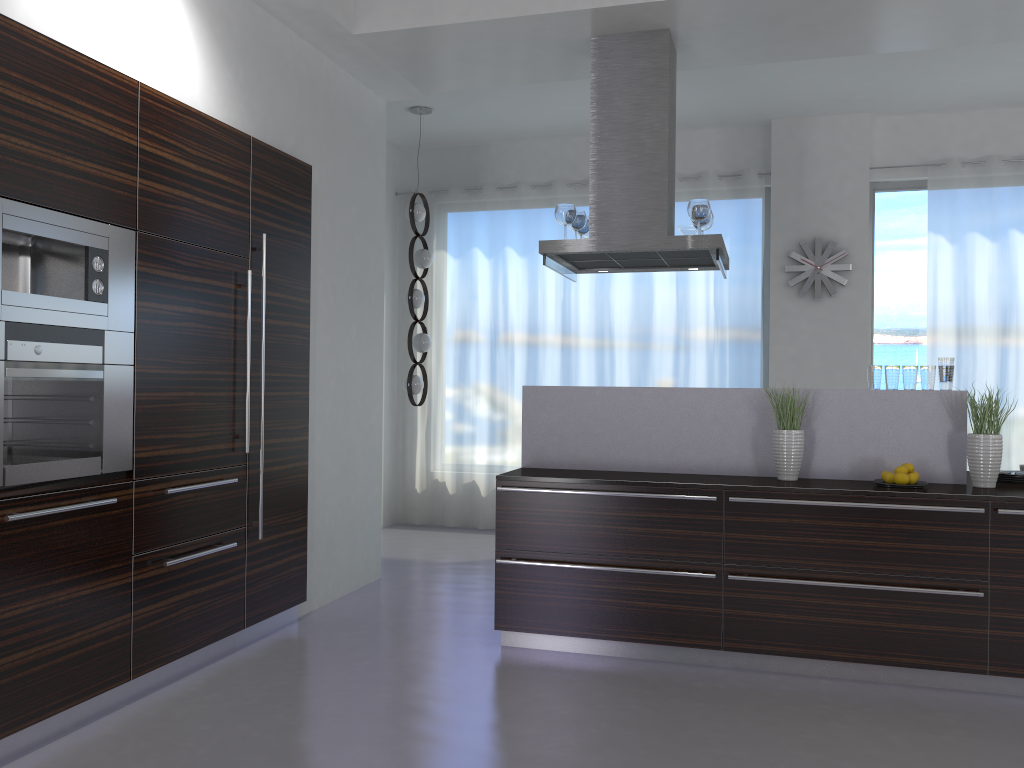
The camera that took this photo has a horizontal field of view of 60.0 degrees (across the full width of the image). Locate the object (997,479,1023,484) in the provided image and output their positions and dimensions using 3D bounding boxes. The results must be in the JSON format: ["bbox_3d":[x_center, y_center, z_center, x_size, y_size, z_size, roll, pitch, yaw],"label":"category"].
[{"bbox_3d":[2.465,0.473,4.374,0.232,0.020,0.232,1,0,25],"label":"object"}]

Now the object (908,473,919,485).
[{"bbox_3d":[1.839,0.437,4.083,0.061,0.054,0.052,1,0,-7],"label":"object"}]

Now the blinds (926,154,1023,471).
[{"bbox_3d":[4.618,-0.195,6.579,2.830,3.112,0.120,1,0,16],"label":"blinds"}]

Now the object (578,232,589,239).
[{"bbox_3d":[0.457,-0.895,5.461,0.125,0.221,0.125,0,0,41],"label":"object"}]

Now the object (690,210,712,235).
[{"bbox_3d":[1.062,-0.889,4.992,0.125,0.221,0.125,0,0,41],"label":"object"}]

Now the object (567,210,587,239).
[{"bbox_3d":[0.372,-0.897,5.169,0.125,0.221,0.125,0,0,41],"label":"object"}]

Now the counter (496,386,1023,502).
[{"bbox_3d":[1.678,0.677,4.544,3.291,1.300,1.302,1,0,16],"label":"counter"}]

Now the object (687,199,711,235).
[{"bbox_3d":[1.019,-0.890,4.840,0.125,0.221,0.125,0,0,41],"label":"object"}]

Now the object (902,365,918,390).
[{"bbox_3d":[1.947,-0.030,4.338,0.071,0.119,0.072,1,0,-34],"label":"object"}]

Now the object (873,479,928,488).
[{"bbox_3d":[1.797,0.463,4.105,0.232,0.020,0.232,1,0,25],"label":"object"}]

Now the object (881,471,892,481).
[{"bbox_3d":[1.766,0.435,4.166,0.052,0.054,0.061,1,0,-27],"label":"object"}]

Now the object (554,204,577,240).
[{"bbox_3d":[0.302,-0.898,5.006,0.125,0.221,0.125,0,0,41],"label":"object"}]

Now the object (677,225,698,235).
[{"bbox_3d":[1.070,-0.864,5.373,0.137,0.174,0.137,1,0,-19],"label":"object"}]

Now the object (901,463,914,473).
[{"bbox_3d":[1.842,0.392,4.130,0.053,0.048,0.063,1,0,-18],"label":"object"}]

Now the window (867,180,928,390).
[{"bbox_3d":[4.344,-0.384,6.893,3.000,2.500,0.100,1,0,16],"label":"window"}]

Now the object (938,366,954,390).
[{"bbox_3d":[2.102,-0.029,4.293,0.071,0.119,0.072,1,0,-34],"label":"object"}]

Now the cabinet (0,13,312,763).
[{"bbox_3d":[-1.893,0.030,3.238,0.669,2.500,3.600,1,0,16],"label":"cabinet"}]

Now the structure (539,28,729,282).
[{"bbox_3d":[0.752,-1.267,5.186,0.981,1.231,0.915,1,0,16],"label":"structure"}]

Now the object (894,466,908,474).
[{"bbox_3d":[1.799,0.402,4.099,0.061,0.047,0.053,1,0,19],"label":"object"}]

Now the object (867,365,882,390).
[{"bbox_3d":[1.792,-0.032,4.383,0.072,0.119,0.071,1,0,-24],"label":"object"}]

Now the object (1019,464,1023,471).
[{"bbox_3d":[2.662,0.453,4.576,0.153,0.069,0.153,1,0,-40],"label":"object"}]

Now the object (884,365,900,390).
[{"bbox_3d":[1.869,-0.031,4.361,0.071,0.119,0.072,1,0,-34],"label":"object"}]

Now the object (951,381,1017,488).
[{"bbox_3d":[2.196,0.226,4.082,0.269,0.502,0.247,1,0,-31],"label":"object"}]

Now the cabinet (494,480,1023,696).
[{"bbox_3d":[1.671,0.901,4.533,3.285,0.852,1.377,1,0,16],"label":"cabinet"}]

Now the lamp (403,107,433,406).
[{"bbox_3d":[-0.742,-1.007,7.092,0.180,2.370,0.367,1,0,10],"label":"lamp"}]

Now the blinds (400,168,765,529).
[{"bbox_3d":[0.522,-0.238,7.772,3.245,3.112,0.120,1,0,16],"label":"blinds"}]

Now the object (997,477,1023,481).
[{"bbox_3d":[2.465,0.463,4.374,0.232,0.020,0.232,1,0,25],"label":"object"}]

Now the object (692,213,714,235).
[{"bbox_3d":[1.103,-0.888,5.133,0.125,0.221,0.125,0,0,41],"label":"object"}]

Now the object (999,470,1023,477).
[{"bbox_3d":[2.324,0.379,4.498,0.646,0.147,0.269,0,0,41],"label":"object"}]

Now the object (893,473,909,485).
[{"bbox_3d":[1.780,0.435,4.056,0.070,0.058,0.060,1,0,15],"label":"object"}]

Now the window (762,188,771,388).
[{"bbox_3d":[0.743,-0.422,7.942,3.000,2.500,0.100,1,0,16],"label":"window"}]

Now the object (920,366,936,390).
[{"bbox_3d":[2.024,-0.029,4.316,0.071,0.119,0.072,1,0,-34],"label":"object"}]

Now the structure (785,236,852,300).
[{"bbox_3d":[2.449,-0.927,7.097,0.505,0.505,0.076,1,0,16],"label":"structure"}]

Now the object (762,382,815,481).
[{"bbox_3d":[1.335,0.217,4.307,0.269,0.502,0.247,1,0,17],"label":"object"}]

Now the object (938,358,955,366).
[{"bbox_3d":[2.102,-0.068,4.293,0.071,0.119,0.072,1,0,-34],"label":"object"}]

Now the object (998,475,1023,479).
[{"bbox_3d":[2.465,0.454,4.374,0.232,0.020,0.232,1,0,20],"label":"object"}]

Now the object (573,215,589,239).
[{"bbox_3d":[0.415,-0.896,5.320,0.125,0.221,0.125,0,0,41],"label":"object"}]

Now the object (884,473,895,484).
[{"bbox_3d":[1.758,0.439,4.110,0.063,0.051,0.053,1,0,20],"label":"object"}]

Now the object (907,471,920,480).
[{"bbox_3d":[1.869,0.433,4.132,0.063,0.053,0.051,1,0,-33],"label":"object"}]
